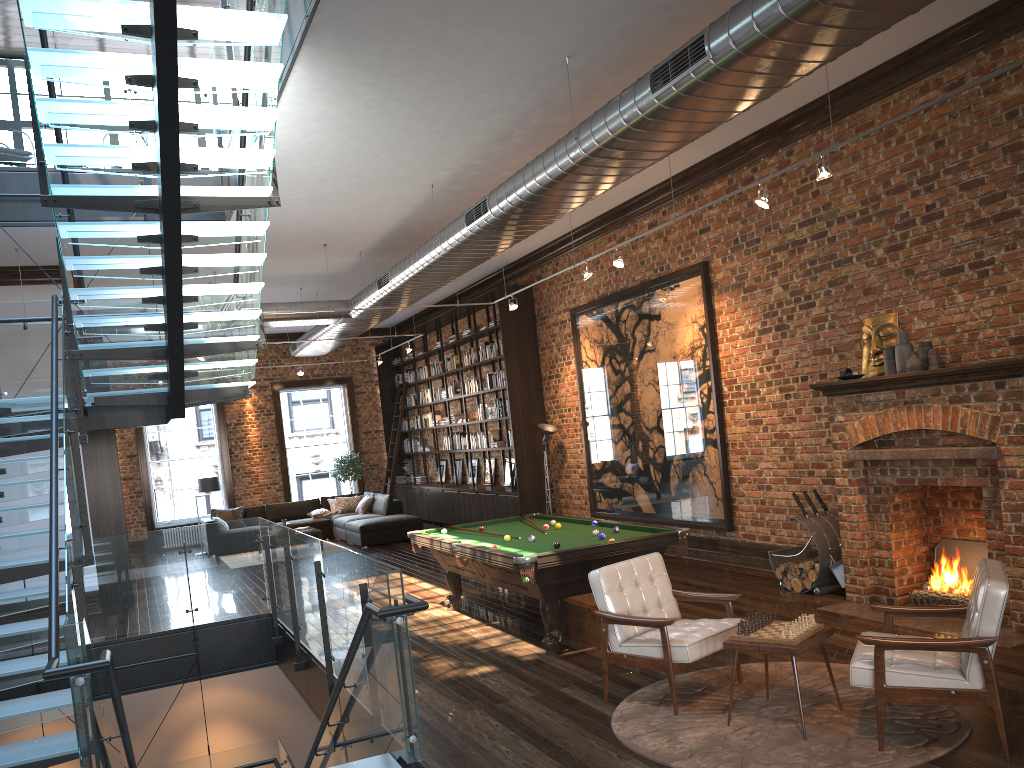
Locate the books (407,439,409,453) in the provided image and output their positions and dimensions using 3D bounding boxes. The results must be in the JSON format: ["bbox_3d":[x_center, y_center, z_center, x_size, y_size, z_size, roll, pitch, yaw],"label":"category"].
[{"bbox_3d":[-2.306,1.413,20.345,0.183,0.301,0.015,-6,2,-23],"label":"books"}]

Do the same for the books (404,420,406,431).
[{"bbox_3d":[-2.357,0.940,20.267,0.188,0.237,0.025,-6,2,-23],"label":"books"}]

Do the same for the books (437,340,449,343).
[{"bbox_3d":[-1.346,-0.835,17.522,0.214,0.015,0.320,-5,-3,-26],"label":"books"}]

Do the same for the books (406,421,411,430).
[{"bbox_3d":[-2.318,0.945,20.198,0.186,0.212,0.035,-6,2,-23],"label":"books"}]

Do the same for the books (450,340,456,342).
[{"bbox_3d":[-1.044,-0.820,16.856,0.213,0.014,0.282,-5,-3,-22],"label":"books"}]

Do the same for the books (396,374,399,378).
[{"bbox_3d":[-2.572,-0.076,20.518,0.179,0.308,0.014,-6,2,-23],"label":"books"}]

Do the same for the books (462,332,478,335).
[{"bbox_3d":[-0.766,-0.920,16.196,0.216,0.020,0.235,-5,-3,-26],"label":"books"}]

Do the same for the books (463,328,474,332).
[{"bbox_3d":[-0.759,-0.988,16.199,0.188,0.017,0.276,-5,-3,-22],"label":"books"}]

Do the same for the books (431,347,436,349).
[{"bbox_3d":[-1.488,-0.743,17.891,0.191,0.013,0.316,-5,-3,-27],"label":"books"}]

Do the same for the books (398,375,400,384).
[{"bbox_3d":[-2.524,-0.069,20.377,0.176,0.270,0.029,-6,2,-23],"label":"books"}]

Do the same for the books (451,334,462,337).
[{"bbox_3d":[-1.043,-0.918,16.857,0.192,0.009,0.306,-5,-3,-23],"label":"books"}]

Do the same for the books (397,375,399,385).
[{"bbox_3d":[-2.543,-0.073,20.424,0.174,0.287,0.016,-6,2,-23],"label":"books"}]

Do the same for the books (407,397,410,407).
[{"bbox_3d":[-2.245,0.406,19.884,0.190,0.230,0.034,-6,2,-23],"label":"books"}]

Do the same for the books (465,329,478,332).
[{"bbox_3d":[-0.757,-0.972,16.200,0.167,0.015,0.370,-5,-3,-19],"label":"books"}]

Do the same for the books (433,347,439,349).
[{"bbox_3d":[-1.479,-0.720,17.894,0.197,0.014,0.262,-5,-3,-24],"label":"books"}]

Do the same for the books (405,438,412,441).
[{"bbox_3d":[-2.379,1.422,20.542,0.157,0.319,0.013,-6,2,-23],"label":"books"}]

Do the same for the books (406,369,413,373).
[{"bbox_3d":[-2.269,-0.159,19.803,0.167,0.338,0.016,-6,2,-23],"label":"books"}]

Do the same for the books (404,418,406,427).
[{"bbox_3d":[-2.381,0.915,20.324,0.186,0.298,0.016,-6,2,-23],"label":"books"}]

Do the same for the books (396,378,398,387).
[{"bbox_3d":[-2.570,-0.034,20.488,0.187,0.219,0.016,-6,2,-23],"label":"books"}]

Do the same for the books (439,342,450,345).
[{"bbox_3d":[-1.324,-0.796,17.531,0.186,0.011,0.381,-5,-3,-23],"label":"books"}]

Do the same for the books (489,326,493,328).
[{"bbox_3d":[-0.212,-0.977,14.934,0.213,0.010,0.355,-5,-3,-25],"label":"books"}]

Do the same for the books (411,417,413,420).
[{"bbox_3d":[-2.159,0.874,19.855,0.159,0.286,0.014,-6,2,-23],"label":"books"}]

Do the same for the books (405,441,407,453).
[{"bbox_3d":[-2.367,1.446,20.478,0.173,0.262,0.015,-6,2,-23],"label":"books"}]

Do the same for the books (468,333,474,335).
[{"bbox_3d":[-0.741,-0.897,16.206,0.174,0.012,0.341,-5,-3,-25],"label":"books"}]

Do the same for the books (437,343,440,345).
[{"bbox_3d":[-1.330,-0.807,17.528,0.203,0.011,0.309,-5,-3,-24],"label":"books"}]

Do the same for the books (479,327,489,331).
[{"bbox_3d":[-0.408,-0.961,15.343,0.219,0.019,0.330,-5,-3,-21],"label":"books"}]

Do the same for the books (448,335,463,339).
[{"bbox_3d":[-1.052,-0.895,16.853,0.204,0.017,0.361,-5,-3,-26],"label":"books"}]

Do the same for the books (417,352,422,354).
[{"bbox_3d":[-1.859,-0.658,18.703,0.231,0.006,0.289,-5,-3,-27],"label":"books"}]

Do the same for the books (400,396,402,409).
[{"bbox_3d":[-2.512,0.433,20.514,0.175,0.296,0.041,-6,2,-23],"label":"books"}]

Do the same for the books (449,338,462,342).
[{"bbox_3d":[-1.044,-0.842,16.856,0.192,0.030,0.314,-5,-3,-28],"label":"books"}]

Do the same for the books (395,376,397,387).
[{"bbox_3d":[-2.608,-0.054,20.560,0.186,0.275,0.015,-6,2,-23],"label":"books"}]

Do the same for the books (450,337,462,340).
[{"bbox_3d":[-1.034,-0.868,16.860,0.171,0.021,0.308,-5,-3,-27],"label":"books"}]

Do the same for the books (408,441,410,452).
[{"bbox_3d":[-2.264,1.422,20.254,0.186,0.267,0.035,-6,2,-23],"label":"books"}]

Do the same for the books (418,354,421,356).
[{"bbox_3d":[-1.849,-0.614,18.706,0.219,0.019,0.256,-5,-3,-19],"label":"books"}]

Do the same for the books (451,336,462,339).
[{"bbox_3d":[-1.033,-0.883,16.861,0.179,0.010,0.278,-5,-3,-25],"label":"books"}]

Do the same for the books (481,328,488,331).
[{"bbox_3d":[-0.406,-0.946,15.344,0.214,0.012,0.252,-5,-3,-19],"label":"books"}]

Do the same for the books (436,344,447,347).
[{"bbox_3d":[-1.336,-0.767,17.525,0.218,0.016,0.368,-5,-3,-23],"label":"books"}]

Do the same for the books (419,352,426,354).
[{"bbox_3d":[-1.842,-0.650,18.710,0.209,0.014,0.292,-5,-3,-25],"label":"books"}]

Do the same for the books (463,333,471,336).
[{"bbox_3d":[-0.762,-0.906,16.197,0.205,0.009,0.334,-5,-3,-21],"label":"books"}]

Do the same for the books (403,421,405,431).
[{"bbox_3d":[-2.410,0.962,20.436,0.180,0.221,0.012,-6,2,-23],"label":"books"}]

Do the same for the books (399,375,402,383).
[{"bbox_3d":[-2.448,-0.084,20.182,0.190,0.263,0.066,-6,2,-23],"label":"books"}]

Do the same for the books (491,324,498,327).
[{"bbox_3d":[-0.220,-0.986,14.930,0.229,0.007,0.353,-5,-3,-22],"label":"books"}]

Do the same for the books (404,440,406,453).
[{"bbox_3d":[-2.405,1.440,20.595,0.180,0.294,0.051,-6,2,-23],"label":"books"}]

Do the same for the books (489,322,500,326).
[{"bbox_3d":[-0.221,-1.022,14.930,0.229,0.018,0.315,-5,-3,-23],"label":"books"}]

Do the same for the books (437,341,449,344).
[{"bbox_3d":[-1.340,-0.819,17.524,0.198,0.017,0.304,-5,-3,-28],"label":"books"}]

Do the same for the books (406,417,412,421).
[{"bbox_3d":[-2.320,0.902,20.224,0.178,0.299,0.015,-6,2,-23],"label":"books"}]

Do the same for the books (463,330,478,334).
[{"bbox_3d":[-0.752,-0.948,16.202,0.169,0.034,0.286,-5,-3,-28],"label":"books"}]

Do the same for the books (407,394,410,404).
[{"bbox_3d":[-2.267,0.374,19.941,0.188,0.304,0.014,-6,2,-23],"label":"books"}]

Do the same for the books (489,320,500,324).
[{"bbox_3d":[-0.222,-1.051,14.930,0.201,0.015,0.362,-5,-3,-28],"label":"books"}]

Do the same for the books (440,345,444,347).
[{"bbox_3d":[-1.314,-0.752,17.534,0.156,0.017,0.321,-5,-3,-28],"label":"books"}]

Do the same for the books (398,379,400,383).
[{"bbox_3d":[-2.507,-0.031,20.351,0.181,0.187,0.032,-6,2,-23],"label":"books"}]

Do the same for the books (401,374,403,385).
[{"bbox_3d":[-2.413,-0.100,20.137,0.181,0.283,0.045,-6,2,-23],"label":"books"}]

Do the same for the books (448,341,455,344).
[{"bbox_3d":[-1.052,-0.797,16.852,0.227,0.011,0.373,-5,-3,-21],"label":"books"}]

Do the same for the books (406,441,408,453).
[{"bbox_3d":[-2.354,1.442,20.462,0.176,0.267,0.026,-6,2,-23],"label":"books"}]

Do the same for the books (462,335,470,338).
[{"bbox_3d":[-0.758,-0.870,16.198,0.216,0.010,0.343,-5,-3,-25],"label":"books"}]

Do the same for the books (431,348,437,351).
[{"bbox_3d":[-1.483,-0.705,17.892,0.191,0.015,0.375,-5,-3,-26],"label":"books"}]

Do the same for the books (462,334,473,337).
[{"bbox_3d":[-0.766,-0.882,16.195,0.227,0.015,0.276,-5,-3,-25],"label":"books"}]

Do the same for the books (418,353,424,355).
[{"bbox_3d":[-1.843,-0.633,18.709,0.205,0.018,0.325,-5,-3,-26],"label":"books"}]
